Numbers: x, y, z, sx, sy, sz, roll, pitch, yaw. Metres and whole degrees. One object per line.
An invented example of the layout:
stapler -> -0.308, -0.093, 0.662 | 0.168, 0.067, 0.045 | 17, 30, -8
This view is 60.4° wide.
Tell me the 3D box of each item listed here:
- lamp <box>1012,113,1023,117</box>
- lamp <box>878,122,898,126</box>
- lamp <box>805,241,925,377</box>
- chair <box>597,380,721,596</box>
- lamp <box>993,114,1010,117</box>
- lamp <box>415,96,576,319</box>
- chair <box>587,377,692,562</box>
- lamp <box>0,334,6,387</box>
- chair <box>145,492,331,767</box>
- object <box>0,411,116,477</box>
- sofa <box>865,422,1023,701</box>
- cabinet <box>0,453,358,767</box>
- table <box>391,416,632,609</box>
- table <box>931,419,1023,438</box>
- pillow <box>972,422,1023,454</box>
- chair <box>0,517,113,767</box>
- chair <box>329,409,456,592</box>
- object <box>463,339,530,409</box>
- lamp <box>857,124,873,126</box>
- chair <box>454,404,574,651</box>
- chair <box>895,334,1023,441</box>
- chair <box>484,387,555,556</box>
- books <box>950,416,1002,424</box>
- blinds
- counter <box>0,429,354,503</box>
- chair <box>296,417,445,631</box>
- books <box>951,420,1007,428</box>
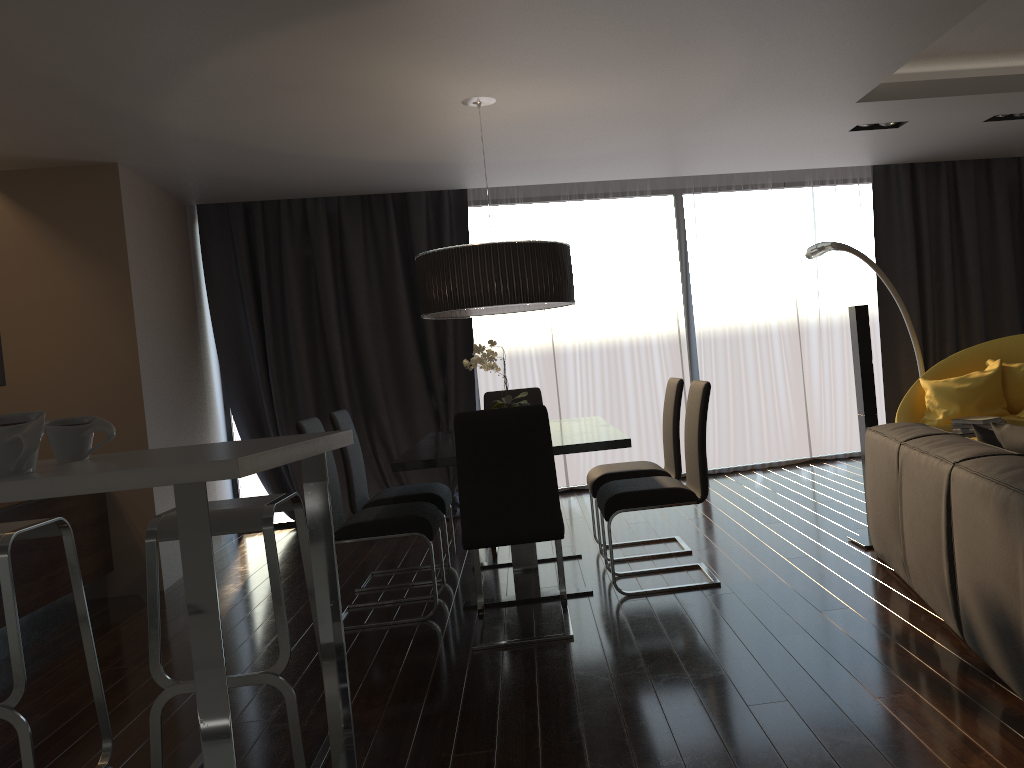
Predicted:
lamp -> 3.535, -1.891, 6.062 | 0.174, 0.077, 0.180 | -5, 1, 10
lamp -> 2.569, -1.799, 5.969 | 0.174, 0.077, 0.180 | -5, 1, 10
lamp -> 4.012, -0.301, 7.202 | 4.420, 1.779, 0.557 | -6, 2, -25
chair -> 0.709, 0.489, 4.329 | 0.577, 0.964, 0.424 | -6, 1, -3
lamp -> 3.355, -1.874, 6.044 | 0.172, 0.077, 0.182 | -5, 1, 17
lamp -> -0.120, -0.925, 4.567 | 0.777, 1.102, 0.831 | -5, 2, 22
chair -> 0.717, 0.471, 5.025 | 0.577, 0.964, 0.424 | -6, 1, -3
lamp -> -2.799, 0.143, 4.268 | 0.569, 0.933, 0.615 | -5, 2, 24
chair -> -0.810, 0.756, 2.633 | 0.424, 0.800, 0.427 | -6, 1, -2
object -> -1.060, 0.125, 2.001 | 0.189, 0.133, 0.436 | -5, 1, 0
sofa -> 2.865, 0.446, 3.097 | 2.705, 0.704, 2.514 | -5, 1, 7
cabinet -> -0.937, -0.066, 1.794 | 4.479, 2.501, 6.876 | -5, 1, -1
table -> 0.048, 0.646, 4.621 | 1.048, 0.760, 1.592 | -5, 1, -1
table -> 2.514, 0.512, 4.745 | 0.606, 0.563, 0.447 | -5, 1, -3
pillow -> 2.307, 0.256, 2.652 | 1.114, 0.431, 1.988 | -7, 2, -40
chair -> -1.516, 0.824, 2.565 | 0.424, 0.800, 0.427 | -6, 1, -2
chair -> -0.645, 0.601, 4.894 | 0.577, 0.964, 0.424 | -6, 1, -3
object -> -0.082, 0.027, 4.504 | 0.314, 0.501, 0.567 | -6, 1, -4
lamp -> 2.388, -1.781, 5.951 | 0.180, 0.077, 0.174 | -6, 1, -7
chair -> 0.002, 0.569, 3.780 | 0.431, 0.964, 0.568 | -6, 1, -2
chair -> 3.372, 0.180, 5.937 | 1.197, 1.005, 1.438 | -6, 2, -36
chair -> 0.044, 0.523, 5.474 | 0.431, 0.964, 0.568 | -6, 1, -2
books -> 2.506, 0.195, 4.752 | 0.162, 0.022, 0.196 | -6, 2, -26
blinds -> 1.457, -0.616, 7.377 | 7.666, 2.894, 0.731 | -6, 1, -12
counter -> -1.805, 0.325, 0.280 | 2.711, 0.041, 4.004 | -5, 1, -1
chair -> -0.653, 0.620, 4.197 | 0.577, 0.964, 0.424 | -6, 1, -3
books -> 2.517, 0.217, 4.742 | 0.172, 0.023, 0.219 | -7, 2, -43
